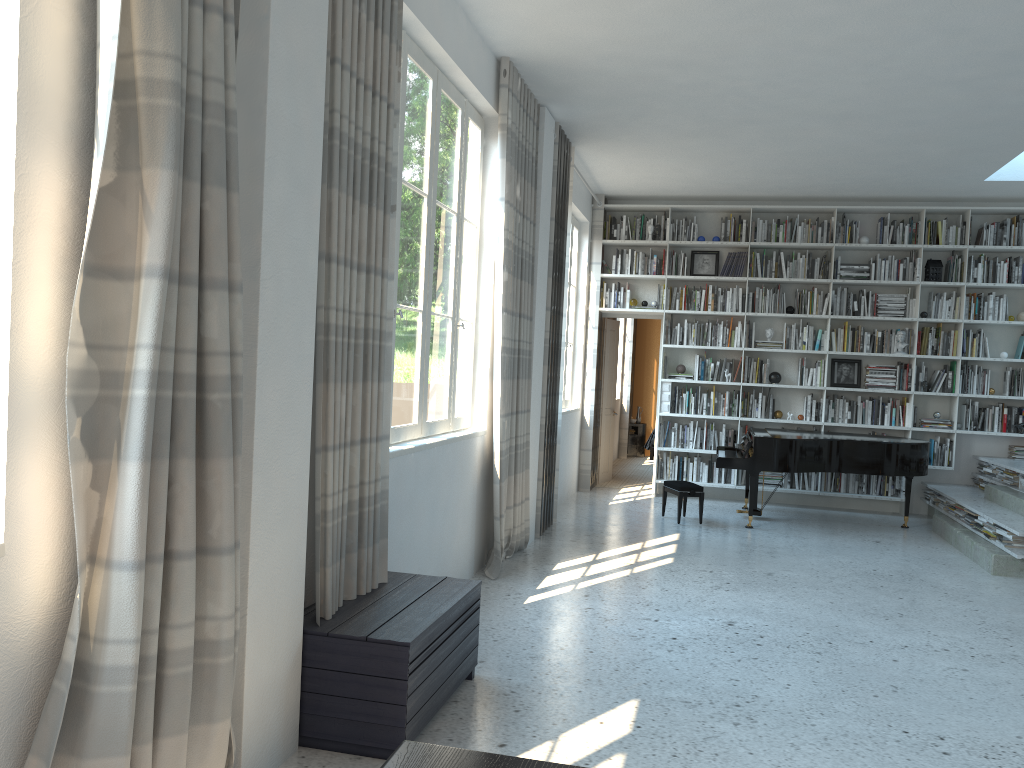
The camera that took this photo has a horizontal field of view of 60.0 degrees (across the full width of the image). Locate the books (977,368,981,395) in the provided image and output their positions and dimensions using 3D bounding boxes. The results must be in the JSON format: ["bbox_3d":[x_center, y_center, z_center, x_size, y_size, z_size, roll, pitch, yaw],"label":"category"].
[{"bbox_3d":[4.701,-0.028,8.972,0.012,0.267,0.183,3,2,13],"label":"books"}]

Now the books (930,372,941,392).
[{"bbox_3d":[4.307,-0.018,9.059,0.089,0.210,0.175,3,2,13],"label":"books"}]

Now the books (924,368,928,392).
[{"bbox_3d":[4.232,-0.044,9.098,0.035,0.248,0.141,3,2,13],"label":"books"}]

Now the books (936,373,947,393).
[{"bbox_3d":[4.368,-0.012,9.058,0.091,0.205,0.169,3,2,13],"label":"books"}]

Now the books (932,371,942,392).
[{"bbox_3d":[4.328,-0.025,9.075,0.095,0.226,0.144,3,2,13],"label":"books"}]

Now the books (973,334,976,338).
[{"bbox_3d":[4.665,-0.386,8.979,0.008,0.242,0.169,3,2,13],"label":"books"}]

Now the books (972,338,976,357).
[{"bbox_3d":[4.646,-0.361,8.957,0.017,0.192,0.191,3,2,13],"label":"books"}]

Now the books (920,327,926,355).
[{"bbox_3d":[4.198,-0.436,9.081,0.035,0.293,0.145,3,2,13],"label":"books"}]

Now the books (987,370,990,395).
[{"bbox_3d":[4.794,-0.016,8.960,0.013,0.251,0.172,3,2,13],"label":"books"}]

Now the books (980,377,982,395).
[{"bbox_3d":[4.731,0.017,8.981,0.013,0.179,0.140,3,2,13],"label":"books"}]

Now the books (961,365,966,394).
[{"bbox_3d":[4.571,-0.049,9.008,0.018,0.295,0.177,3,2,13],"label":"books"}]

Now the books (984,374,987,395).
[{"bbox_3d":[4.764,0.005,8.961,0.014,0.207,0.180,3,2,13],"label":"books"}]

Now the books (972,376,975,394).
[{"bbox_3d":[4.654,0.010,8.980,0.013,0.186,0.183,3,2,13],"label":"books"}]

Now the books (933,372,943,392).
[{"bbox_3d":[4.337,-0.018,9.068,0.090,0.212,0.143,3,2,13],"label":"books"}]

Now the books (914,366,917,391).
[{"bbox_3d":[4.125,-0.058,9.122,0.024,0.263,0.154,3,2,13],"label":"books"}]

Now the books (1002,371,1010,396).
[{"bbox_3d":[4.973,-0.007,8.921,0.019,0.252,0.130,3,2,13],"label":"books"}]

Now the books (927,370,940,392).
[{"bbox_3d":[4.290,-0.028,9.058,0.095,0.228,0.190,3,2,13],"label":"books"}]

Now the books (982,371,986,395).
[{"bbox_3d":[4.752,-0.011,8.967,0.015,0.238,0.176,3,2,13],"label":"books"}]

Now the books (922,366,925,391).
[{"bbox_3d":[4.209,-0.054,9.103,0.012,0.266,0.157,3,2,13],"label":"books"}]

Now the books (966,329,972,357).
[{"bbox_3d":[4.607,-0.407,8.967,0.013,0.279,0.191,3,2,13],"label":"books"}]

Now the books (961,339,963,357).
[{"bbox_3d":[4.548,-0.381,9.008,0.015,0.220,0.155,3,2,13],"label":"books"}]

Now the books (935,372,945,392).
[{"bbox_3d":[4.358,-0.019,9.071,0.090,0.215,0.139,3,2,13],"label":"books"}]

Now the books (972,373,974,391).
[{"bbox_3d":[4.643,-0.007,8.987,0.013,0.218,0.160,3,2,13],"label":"books"}]

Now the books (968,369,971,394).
[{"bbox_3d":[4.621,-0.023,8.990,0.013,0.249,0.165,3,2,13],"label":"books"}]

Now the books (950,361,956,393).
[{"bbox_3d":[4.481,-0.069,9.022,0.014,0.325,0.182,3,2,13],"label":"books"}]

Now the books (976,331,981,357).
[{"bbox_3d":[4.708,-0.397,8.964,0.006,0.270,0.178,3,2,13],"label":"books"}]

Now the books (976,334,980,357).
[{"bbox_3d":[4.698,-0.384,8.976,0.017,0.243,0.132,3,2,13],"label":"books"}]

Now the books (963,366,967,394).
[{"bbox_3d":[4.582,-0.042,9.004,0.006,0.281,0.155,3,2,13],"label":"books"}]

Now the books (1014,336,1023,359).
[{"bbox_3d":[5.091,-0.361,8.886,0.056,0.241,0.153,3,2,13],"label":"books"}]

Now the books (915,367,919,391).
[{"bbox_3d":[4.149,-0.051,9.113,0.028,0.253,0.142,3,2,13],"label":"books"}]

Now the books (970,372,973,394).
[{"bbox_3d":[4.629,-0.012,8.978,0.011,0.226,0.188,3,2,13],"label":"books"}]

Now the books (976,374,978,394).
[{"bbox_3d":[4.690,0.003,8.987,0.013,0.203,0.167,3,2,13],"label":"books"}]

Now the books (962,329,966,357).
[{"bbox_3d":[4.567,-0.414,8.993,0.035,0.288,0.191,3,2,13],"label":"books"}]

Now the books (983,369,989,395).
[{"bbox_3d":[4.781,-0.021,8.962,0.014,0.261,0.142,3,2,13],"label":"books"}]

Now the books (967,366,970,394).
[{"bbox_3d":[4.612,-0.041,8.989,0.005,0.284,0.159,3,2,13],"label":"books"}]

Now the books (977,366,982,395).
[{"bbox_3d":[4.725,-0.036,8.983,0.006,0.285,0.159,3,2,13],"label":"books"}]

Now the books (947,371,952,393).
[{"bbox_3d":[4.435,-0.020,9.025,0.029,0.223,0.171,3,2,13],"label":"books"}]

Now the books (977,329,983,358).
[{"bbox_3d":[4.725,-0.405,8.966,0.013,0.287,0.158,3,2,13],"label":"books"}]

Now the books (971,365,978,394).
[{"bbox_3d":[4.669,-0.045,8.974,0.014,0.297,0.175,3,2,13],"label":"books"}]

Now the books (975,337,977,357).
[{"bbox_3d":[4.675,-0.369,8.978,0.014,0.209,0.156,3,2,13],"label":"books"}]

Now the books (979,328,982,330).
[{"bbox_3d":[4.746,-0.412,9.004,0.011,0.300,0.088,3,2,13],"label":"books"}]

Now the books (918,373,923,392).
[{"bbox_3d":[4.170,-0.019,9.088,0.027,0.192,0.182,3,2,13],"label":"books"}]

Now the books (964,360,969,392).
[{"bbox_3d":[4.606,-0.071,9.015,0.007,0.342,0.149,3,2,13],"label":"books"}]

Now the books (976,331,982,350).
[{"bbox_3d":[4.715,-0.399,8.968,0.006,0.274,0.167,3,2,13],"label":"books"}]

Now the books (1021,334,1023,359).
[{"bbox_3d":[5.127,-0.372,8.871,0.021,0.264,0.174,3,2,13],"label":"books"}]

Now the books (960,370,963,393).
[{"bbox_3d":[4.559,-0.022,9.025,0.011,0.239,0.136,3,2,13],"label":"books"}]

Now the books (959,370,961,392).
[{"bbox_3d":[4.531,-0.037,9.012,0.010,0.266,0.158,3,2,13],"label":"books"}]

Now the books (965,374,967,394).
[{"bbox_3d":[4.591,-0.003,9.010,0.013,0.204,0.154,3,2,13],"label":"books"}]

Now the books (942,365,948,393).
[{"bbox_3d":[4.421,-0.053,9.049,0.013,0.286,0.138,3,2,13],"label":"books"}]

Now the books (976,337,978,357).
[{"bbox_3d":[4.683,-0.369,8.967,0.007,0.212,0.158,3,2,13],"label":"books"}]

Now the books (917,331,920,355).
[{"bbox_3d":[4.156,-0.414,9.107,0.014,0.244,0.145,3,2,13],"label":"books"}]

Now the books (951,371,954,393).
[{"bbox_3d":[4.462,-0.021,9.031,0.021,0.226,0.148,3,2,13],"label":"books"}]

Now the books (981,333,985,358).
[{"bbox_3d":[4.747,-0.388,8.969,0.007,0.254,0.161,3,2,13],"label":"books"}]

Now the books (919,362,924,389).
[{"bbox_3d":[4.196,-0.075,9.096,0.013,0.307,0.141,3,2,13],"label":"books"}]

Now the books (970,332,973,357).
[{"bbox_3d":[4.640,-0.394,8.990,0.013,0.256,0.144,3,2,13],"label":"books"}]

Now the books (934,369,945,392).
[{"bbox_3d":[4.352,-0.032,9.063,0.094,0.238,0.149,3,2,13],"label":"books"}]

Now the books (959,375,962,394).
[{"bbox_3d":[4.543,0.003,9.021,0.015,0.188,0.168,3,2,13],"label":"books"}]

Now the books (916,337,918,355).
[{"bbox_3d":[4.140,-0.421,9.112,0.015,0.255,0.150,3,2,13],"label":"books"}]

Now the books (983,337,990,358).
[{"bbox_3d":[4.769,-0.363,8.937,0.051,0.210,0.176,3,2,13],"label":"books"}]

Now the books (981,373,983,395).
[{"bbox_3d":[4.742,-0.004,8.979,0.008,0.223,0.133,3,2,13],"label":"books"}]
